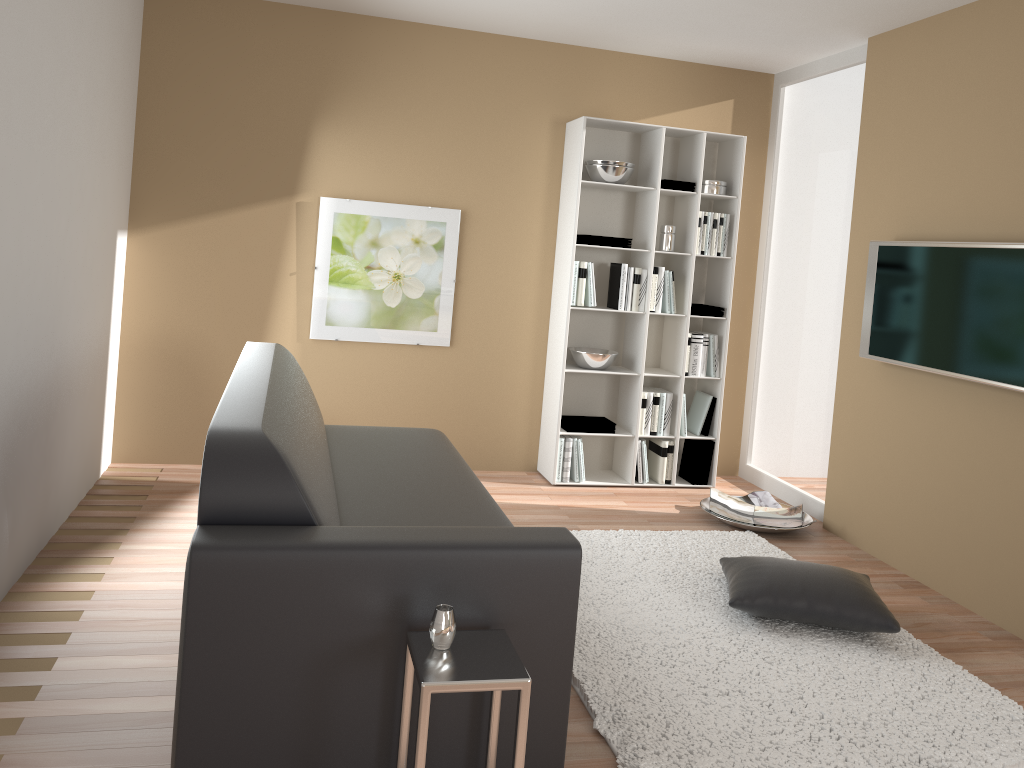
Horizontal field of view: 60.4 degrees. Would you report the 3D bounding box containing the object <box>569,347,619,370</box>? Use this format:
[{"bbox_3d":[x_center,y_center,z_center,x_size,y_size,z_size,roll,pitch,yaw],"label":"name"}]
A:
[{"bbox_3d":[0.489,-0.148,5.303,0.302,0.106,0.299,11,10,40],"label":"object"}]

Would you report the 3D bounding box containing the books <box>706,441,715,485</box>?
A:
[{"bbox_3d":[1.187,0.468,5.462,0.032,0.267,0.213,4,4,-14],"label":"books"}]

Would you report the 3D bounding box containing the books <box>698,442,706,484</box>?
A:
[{"bbox_3d":[1.128,0.466,5.447,0.032,0.267,0.213,4,4,-14],"label":"books"}]

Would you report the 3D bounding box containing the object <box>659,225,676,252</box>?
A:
[{"bbox_3d":[0.941,-0.879,5.325,0.093,0.161,0.094,5,3,0],"label":"object"}]

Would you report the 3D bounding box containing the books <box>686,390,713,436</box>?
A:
[{"bbox_3d":[1.158,0.178,5.475,0.085,0.244,0.210,4,5,-14],"label":"books"}]

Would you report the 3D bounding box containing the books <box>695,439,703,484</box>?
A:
[{"bbox_3d":[1.111,0.462,5.446,0.032,0.269,0.216,4,4,-14],"label":"books"}]

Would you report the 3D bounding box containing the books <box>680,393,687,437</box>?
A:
[{"bbox_3d":[1.018,0.173,5.406,0.060,0.258,0.209,4,4,-14],"label":"books"}]

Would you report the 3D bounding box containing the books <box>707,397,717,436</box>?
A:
[{"bbox_3d":[1.199,0.185,5.483,0.043,0.237,0.213,4,5,-14],"label":"books"}]

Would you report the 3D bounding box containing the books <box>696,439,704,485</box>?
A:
[{"bbox_3d":[1.118,0.463,5.443,0.032,0.271,0.219,4,4,-14],"label":"books"}]

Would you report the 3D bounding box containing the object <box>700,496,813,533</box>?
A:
[{"bbox_3d":[1.300,0.712,4.707,0.584,0.063,0.591,-2,11,-39],"label":"object"}]

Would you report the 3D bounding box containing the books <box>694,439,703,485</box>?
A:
[{"bbox_3d":[1.106,0.462,5.445,0.032,0.269,0.216,4,4,-14],"label":"books"}]

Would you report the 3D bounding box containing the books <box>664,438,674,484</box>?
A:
[{"bbox_3d":[0.927,0.456,5.393,0.040,0.257,0.209,4,4,-14],"label":"books"}]

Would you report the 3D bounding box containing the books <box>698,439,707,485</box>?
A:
[{"bbox_3d":[1.133,0.463,5.448,0.032,0.272,0.221,4,4,-14],"label":"books"}]

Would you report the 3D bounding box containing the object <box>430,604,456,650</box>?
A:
[{"bbox_3d":[-0.150,0.531,1.920,0.057,0.086,0.058,1,5,-44],"label":"object"}]

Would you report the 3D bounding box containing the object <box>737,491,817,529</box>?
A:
[{"bbox_3d":[1.347,0.692,4.747,0.342,0.096,0.505,3,9,-14],"label":"object"}]

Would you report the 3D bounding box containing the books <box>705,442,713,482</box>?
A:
[{"bbox_3d":[1.171,0.467,5.458,0.032,0.267,0.213,4,4,-14],"label":"books"}]

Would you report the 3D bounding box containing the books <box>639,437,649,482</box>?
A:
[{"bbox_3d":[0.780,0.447,5.370,0.058,0.256,0.210,4,4,-14],"label":"books"}]

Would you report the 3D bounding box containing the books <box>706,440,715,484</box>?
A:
[{"bbox_3d":[1.181,0.465,5.460,0.032,0.272,0.221,4,4,-14],"label":"books"}]

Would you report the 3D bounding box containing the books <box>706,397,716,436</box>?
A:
[{"bbox_3d":[1.192,0.183,5.481,0.043,0.241,0.221,4,5,-14],"label":"books"}]

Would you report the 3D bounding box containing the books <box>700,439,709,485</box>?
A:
[{"bbox_3d":[1.144,0.467,5.451,0.032,0.267,0.213,4,4,-14],"label":"books"}]

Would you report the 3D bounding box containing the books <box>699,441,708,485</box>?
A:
[{"bbox_3d":[1.139,0.466,5.450,0.032,0.267,0.213,4,4,-14],"label":"books"}]

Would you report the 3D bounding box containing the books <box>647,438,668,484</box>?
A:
[{"bbox_3d":[0.889,0.455,5.379,0.040,0.257,0.209,4,4,-14],"label":"books"}]

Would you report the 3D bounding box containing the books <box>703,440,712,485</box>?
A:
[{"bbox_3d":[1.166,0.465,5.455,0.032,0.271,0.219,4,4,-14],"label":"books"}]

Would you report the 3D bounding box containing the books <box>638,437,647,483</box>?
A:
[{"bbox_3d":[0.767,0.450,5.350,0.058,0.256,0.210,4,4,-14],"label":"books"}]

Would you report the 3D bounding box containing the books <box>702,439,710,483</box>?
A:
[{"bbox_3d":[1.154,0.464,5.457,0.032,0.269,0.216,4,4,-14],"label":"books"}]

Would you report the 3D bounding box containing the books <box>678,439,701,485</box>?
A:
[{"bbox_3d":[1.096,0.464,5.439,0.032,0.267,0.213,4,4,-14],"label":"books"}]

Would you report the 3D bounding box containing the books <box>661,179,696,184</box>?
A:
[{"bbox_3d":[0.952,-1.229,5.367,0.210,0.006,0.301,2,9,-19],"label":"books"}]

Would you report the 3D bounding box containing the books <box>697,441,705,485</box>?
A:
[{"bbox_3d":[1.123,0.465,5.446,0.032,0.267,0.213,4,4,-14],"label":"books"}]

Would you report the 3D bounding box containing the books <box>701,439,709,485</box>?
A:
[{"bbox_3d":[1.149,0.467,5.451,0.032,0.268,0.214,4,4,-14],"label":"books"}]

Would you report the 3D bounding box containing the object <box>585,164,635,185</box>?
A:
[{"bbox_3d":[0.580,-1.243,5.273,0.302,0.106,0.299,11,10,40],"label":"object"}]

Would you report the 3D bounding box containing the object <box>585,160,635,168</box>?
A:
[{"bbox_3d":[0.582,-1.270,5.273,0.302,0.106,0.299,11,10,40],"label":"object"}]

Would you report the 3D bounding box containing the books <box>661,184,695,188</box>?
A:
[{"bbox_3d":[0.949,-1.202,5.370,0.210,0.006,0.301,2,9,-19],"label":"books"}]

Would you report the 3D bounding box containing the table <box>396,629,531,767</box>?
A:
[{"bbox_3d":[-0.118,0.815,1.903,0.227,0.467,0.240,4,3,-14],"label":"table"}]

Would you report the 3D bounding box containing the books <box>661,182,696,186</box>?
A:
[{"bbox_3d":[0.953,-1.214,5.372,0.210,0.008,0.301,2,9,-19],"label":"books"}]

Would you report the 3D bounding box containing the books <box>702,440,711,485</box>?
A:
[{"bbox_3d":[1.159,0.465,5.458,0.032,0.269,0.216,4,4,-14],"label":"books"}]

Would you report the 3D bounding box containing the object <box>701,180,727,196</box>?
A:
[{"bbox_3d":[1.225,-1.203,5.418,0.192,0.089,0.193,9,8,27],"label":"object"}]

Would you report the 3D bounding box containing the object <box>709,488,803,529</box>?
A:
[{"bbox_3d":[1.304,0.681,4.720,0.500,0.096,0.345,7,8,15],"label":"object"}]

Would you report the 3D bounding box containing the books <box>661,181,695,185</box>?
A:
[{"bbox_3d":[0.953,-1.219,5.372,0.210,0.008,0.301,2,9,-19],"label":"books"}]

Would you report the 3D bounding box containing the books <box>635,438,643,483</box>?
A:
[{"bbox_3d":[0.741,0.447,5.348,0.060,0.258,0.209,4,4,-14],"label":"books"}]

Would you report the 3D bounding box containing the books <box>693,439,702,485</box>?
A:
[{"bbox_3d":[1.101,0.464,5.439,0.032,0.268,0.214,4,4,-14],"label":"books"}]

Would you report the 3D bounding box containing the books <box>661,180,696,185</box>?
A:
[{"bbox_3d":[0.950,-1.224,5.367,0.210,0.007,0.301,2,9,-19],"label":"books"}]

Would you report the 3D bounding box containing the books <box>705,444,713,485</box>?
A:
[{"bbox_3d":[1.176,0.468,5.459,0.032,0.267,0.213,4,4,-14],"label":"books"}]
